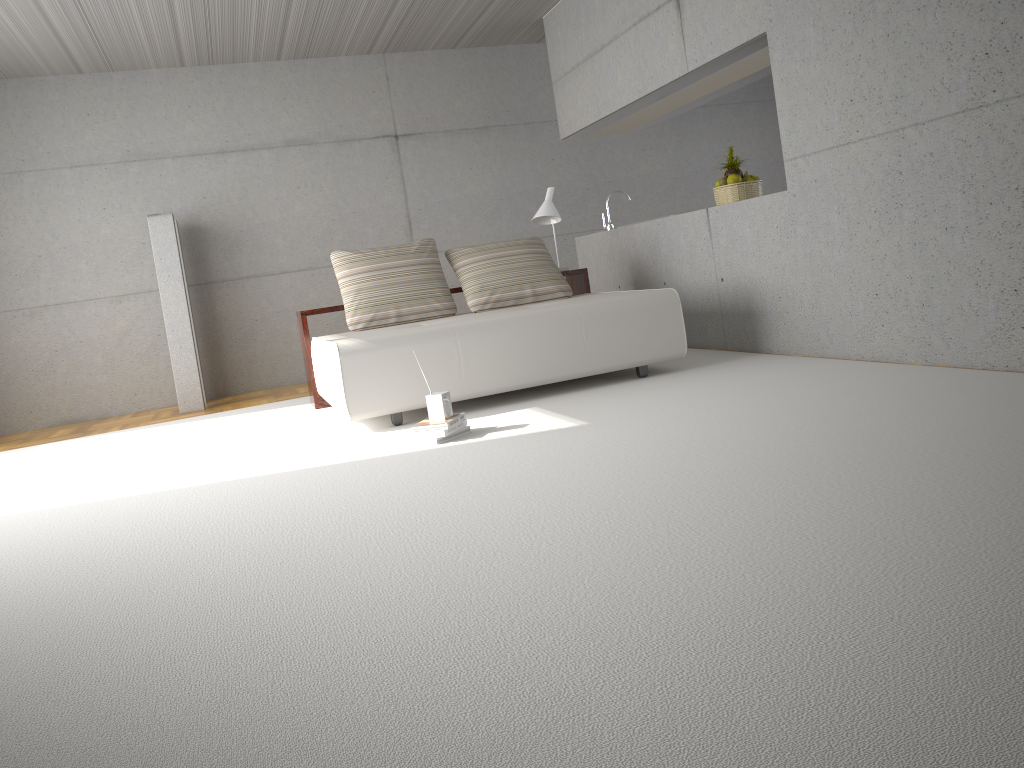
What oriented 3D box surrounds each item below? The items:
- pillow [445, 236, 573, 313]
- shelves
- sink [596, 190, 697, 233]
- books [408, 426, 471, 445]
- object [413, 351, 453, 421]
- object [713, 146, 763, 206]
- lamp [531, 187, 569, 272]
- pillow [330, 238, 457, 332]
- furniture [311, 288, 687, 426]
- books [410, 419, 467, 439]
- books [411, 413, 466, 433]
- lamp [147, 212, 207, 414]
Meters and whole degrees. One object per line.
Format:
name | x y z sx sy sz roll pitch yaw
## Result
pillow | -0.029 -0.830 6.649 0.810 0.515 0.579 -10 5 -16
shelves | -0.470 -0.384 6.880 2.259 0.713 0.400 -11 4 -17
sink | 1.281 -1.504 7.809 0.769 0.537 1.706 -10 7 -17
books | -0.359 0.256 4.412 0.188 0.032 0.267 -3 9 37
object | -0.397 0.003 4.358 0.090 0.365 0.187 -7 4 24
object | 1.646 -1.542 6.537 0.371 0.440 0.333 -11 5 -31
lamp | 0.325 -1.253 7.165 0.325 0.697 0.244 -11 4 -36
pillow | -0.858 -0.731 6.440 0.804 0.607 0.491 -10 5 -18
furniture | -0.168 -0.211 5.932 2.177 0.520 1.616 -11 7 -17
books | -0.363 0.225 4.410 0.188 0.032 0.267 -6 8 22
books | -0.362 0.192 4.413 0.188 0.032 0.267 -6 7 17
lamp | -2.947 -0.625 7.817 0.201 1.685 0.798 -9 4 -17
